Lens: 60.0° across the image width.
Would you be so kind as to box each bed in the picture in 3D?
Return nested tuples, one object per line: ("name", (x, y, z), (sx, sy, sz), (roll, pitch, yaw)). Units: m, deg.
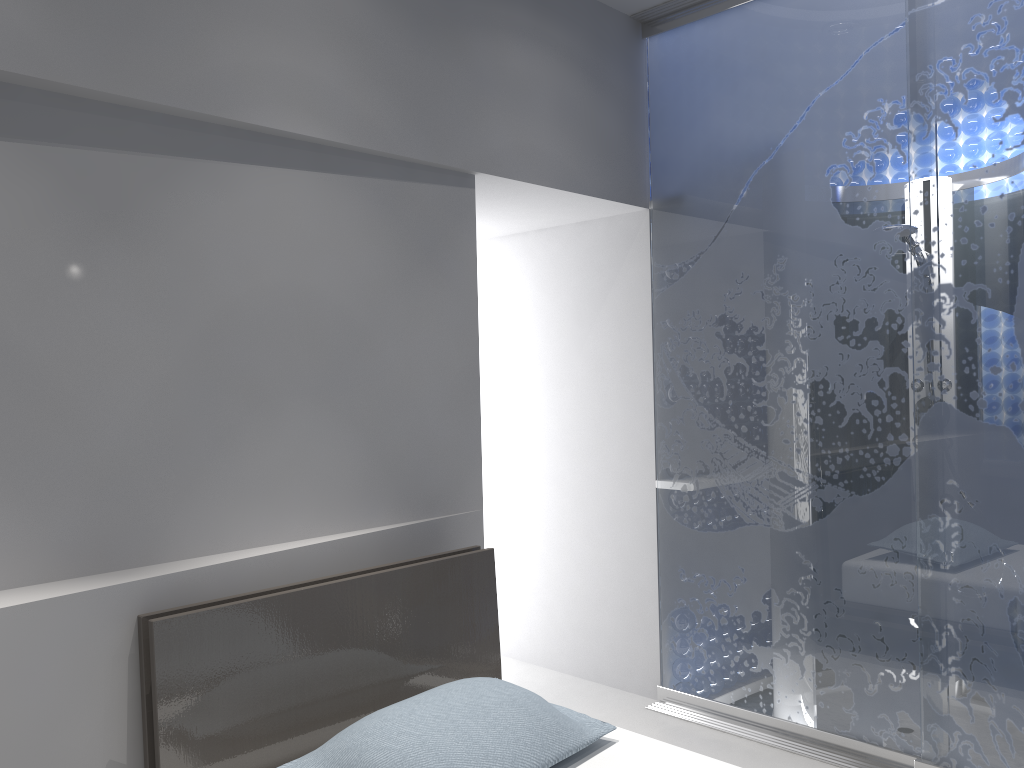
("bed", (0.335, 0.864, 1.504), (2.319, 0.752, 1.411), (-1, 1, 45))

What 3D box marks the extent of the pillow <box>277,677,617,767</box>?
("pillow", (-0.128, 0.816, 2.055), (0.417, 0.173, 0.746), (-1, 1, 40))
